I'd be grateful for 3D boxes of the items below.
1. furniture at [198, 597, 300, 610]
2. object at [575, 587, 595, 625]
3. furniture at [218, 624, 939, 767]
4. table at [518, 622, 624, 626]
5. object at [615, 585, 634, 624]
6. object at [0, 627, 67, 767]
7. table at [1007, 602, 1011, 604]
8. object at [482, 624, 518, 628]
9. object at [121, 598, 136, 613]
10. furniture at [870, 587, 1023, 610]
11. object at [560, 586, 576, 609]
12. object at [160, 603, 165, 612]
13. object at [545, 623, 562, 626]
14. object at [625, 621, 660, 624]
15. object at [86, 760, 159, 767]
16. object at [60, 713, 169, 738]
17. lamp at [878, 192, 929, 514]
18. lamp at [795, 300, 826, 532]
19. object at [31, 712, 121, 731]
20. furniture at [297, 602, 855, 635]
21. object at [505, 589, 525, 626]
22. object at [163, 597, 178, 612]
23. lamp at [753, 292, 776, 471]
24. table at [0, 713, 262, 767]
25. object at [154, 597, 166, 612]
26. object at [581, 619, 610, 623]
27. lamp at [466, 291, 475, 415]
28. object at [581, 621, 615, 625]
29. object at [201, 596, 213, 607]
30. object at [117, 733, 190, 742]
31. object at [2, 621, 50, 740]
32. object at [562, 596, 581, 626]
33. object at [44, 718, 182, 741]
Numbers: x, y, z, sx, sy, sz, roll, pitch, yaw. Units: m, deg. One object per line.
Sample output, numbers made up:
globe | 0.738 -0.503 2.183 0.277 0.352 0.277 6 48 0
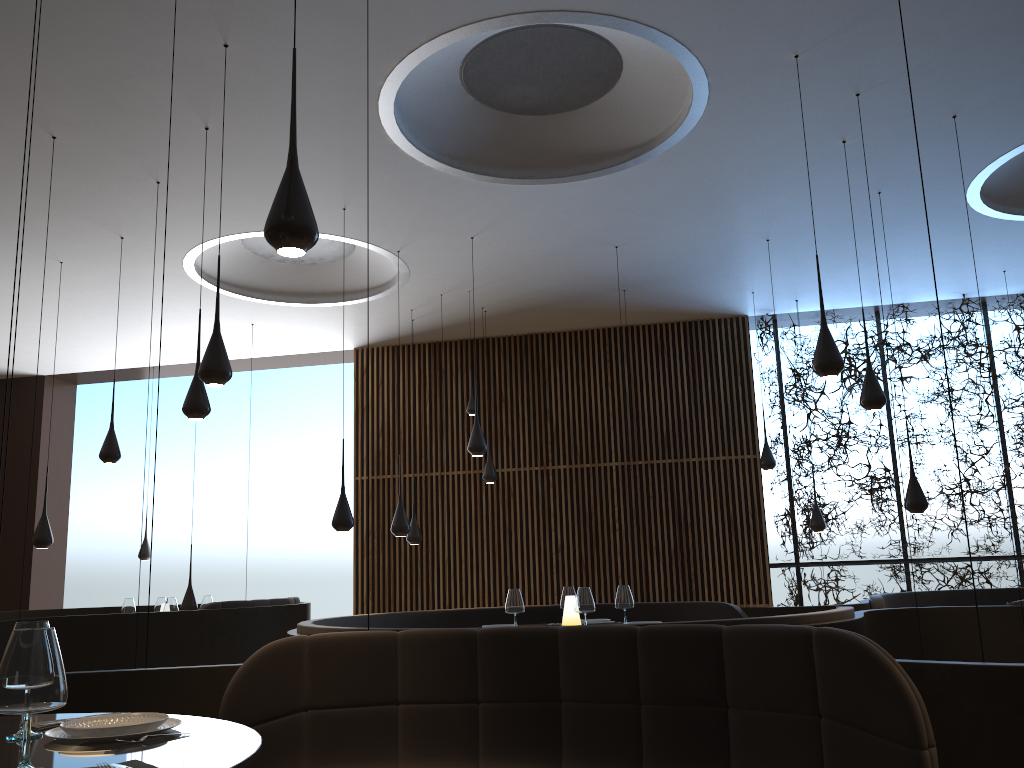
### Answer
furniture | -2.811 2.816 9.372 0.931 1.055 2.544 -3 -12 7
object | 0.497 1.535 6.039 0.142 0.294 0.142 2 -12 -18
furniture | 0.089 1.391 3.019 2.533 1.055 0.935 -5 -12 16
table | 0.449 2.270 6.318 1.673 1.019 1.679 -6 -13 20
object | 0.829 1.633 6.530 0.142 0.294 0.142 -9 -13 31
object | -1.012 0.664 1.858 0.142 0.294 0.142 5 -13 -33
table | 5.364 2.432 7.780 1.673 1.019 1.679 5 -14 -28
object | -0.088 1.789 6.516 0.263 0.029 0.264 -7 -14 24
object | -3.972 2.372 9.181 0.142 0.294 0.142 -3 -11 8
furniture | 5.235 2.298 7.576 3.791 1.042 3.903 1 -13 -12
object | 0.440 1.703 6.793 0.142 0.294 0.142 3 -12 -22
object | -3.624 2.408 9.254 0.142 0.231 0.145 -9 -13 31
object | 0.345 1.894 6.978 0.126 0.017 0.263 -4 -13 12
object | 0.933 1.708 6.300 0.263 0.029 0.264 -3 -12 6
object | -0.772 0.789 1.793 0.127 0.017 0.263 10 -17 -42
object | -1.045 0.900 2.335 0.263 0.029 0.264 9 -16 -41
lamp | 3.453 -0.327 7.937 0.196 2.946 0.197 -3 -11 6
lamp | 3.707 0.368 11.135 0.196 2.946 0.196 9 -15 -43
object | -1.243 0.972 2.554 0.262 0.017 0.127 10 -17 -44
furniture | 0.397 2.212 6.359 3.790 1.113 3.900 1 -13 -14
object | 0.021 1.617 6.341 0.142 0.294 0.142 4 -13 -27
object | -3.425 2.292 8.900 0.142 0.294 0.142 -5 -12 13
lamp | 3.038 -0.050 10.832 0.196 2.213 0.196 9 -15 -43
table | -1.397 1.343 1.834 1.676 1.019 1.677 10 -17 -43
object | -3.809 2.463 9.619 0.142 0.294 0.142 1 -12 -16
object | 0.635 1.850 6.901 0.263 0.029 0.264 3 -13 -22
lamp | -0.489 -0.376 10.491 0.133 1.501 0.133 -3 -11 6
object | 0.635 1.860 6.899 0.332 0.014 0.333 -6 -13 18
object | -3.243 2.403 9.430 0.142 0.294 0.142 3 -12 -21
object | -1.041 0.910 2.330 0.412 0.012 0.205 -12 -16 40
object | -1.282 0.781 2.348 0.142 0.294 0.142 -4 -11 10
object | 0.429 1.656 6.437 0.145 0.231 0.143 -7 -13 26
object | -1.044 0.909 2.333 0.332 0.014 0.333 10 -17 -44
